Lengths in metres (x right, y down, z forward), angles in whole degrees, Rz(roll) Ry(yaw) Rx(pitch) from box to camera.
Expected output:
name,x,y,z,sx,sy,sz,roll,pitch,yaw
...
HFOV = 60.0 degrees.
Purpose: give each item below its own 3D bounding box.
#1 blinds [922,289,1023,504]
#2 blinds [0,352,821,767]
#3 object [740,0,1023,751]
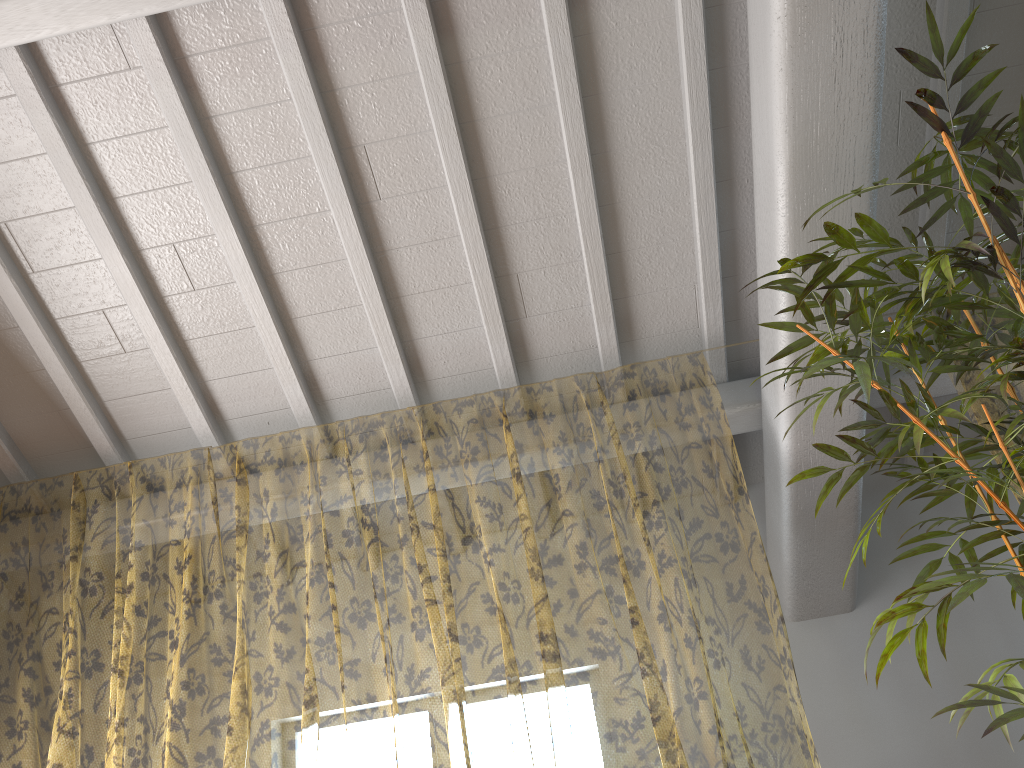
name,x,y,z,sx,sy,sz,roll,pitch,yaw
blinds,3.467,0.493,2.729,3.505,2.546,0.306,-11,-28,4
blinds,-0.751,1.318,3.004,3.505,2.546,0.306,-11,-28,4
object,1.319,0.381,1.803,1.399,2.473,1.177,-24,-31,25
